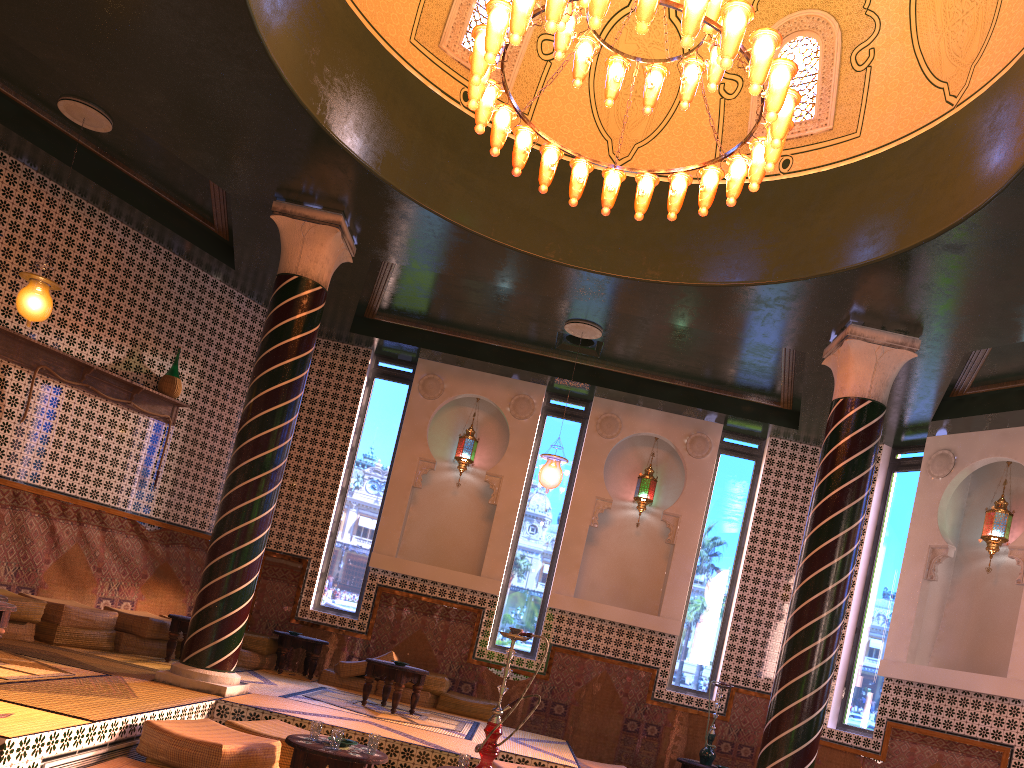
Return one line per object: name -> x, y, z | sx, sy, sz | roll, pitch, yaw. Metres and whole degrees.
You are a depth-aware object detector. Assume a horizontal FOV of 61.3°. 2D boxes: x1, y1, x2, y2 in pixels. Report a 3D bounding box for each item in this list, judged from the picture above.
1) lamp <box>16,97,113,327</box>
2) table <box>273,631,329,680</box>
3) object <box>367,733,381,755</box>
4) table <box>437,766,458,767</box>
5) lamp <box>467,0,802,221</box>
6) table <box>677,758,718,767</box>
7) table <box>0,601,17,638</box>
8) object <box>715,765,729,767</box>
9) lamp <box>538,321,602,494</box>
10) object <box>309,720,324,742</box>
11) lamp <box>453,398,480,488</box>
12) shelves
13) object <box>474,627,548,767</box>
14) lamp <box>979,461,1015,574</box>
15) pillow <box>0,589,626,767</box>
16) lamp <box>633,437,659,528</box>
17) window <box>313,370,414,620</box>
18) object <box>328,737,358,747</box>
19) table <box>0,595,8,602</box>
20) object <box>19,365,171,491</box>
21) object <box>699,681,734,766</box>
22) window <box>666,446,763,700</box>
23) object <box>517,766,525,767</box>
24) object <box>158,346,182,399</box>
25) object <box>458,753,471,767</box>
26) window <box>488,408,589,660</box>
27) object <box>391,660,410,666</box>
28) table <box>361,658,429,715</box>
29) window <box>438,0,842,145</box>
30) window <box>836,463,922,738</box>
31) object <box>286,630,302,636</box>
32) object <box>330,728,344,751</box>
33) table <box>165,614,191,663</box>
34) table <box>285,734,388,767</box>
lamp -> -4.643, -1.682, 8.824 | 0.524, 2.281, 0.524 | 14, -4, -8
table -> -3.234, 4.086, 12.983 | 0.828, 0.577, 0.879 | 8, -13, 20
object -> -1.127, 2.921, 7.001 | 0.094, 0.160, 0.092 | 15, -7, -19
table -> -0.281, 3.498, 7.003 | 0.867, 0.577, 0.840 | 21, -14, -32
lamp -> 1.312, -4.033, 6.604 | 2.451, 4.530, 2.552 | 12, -7, 11
table -> 2.784, 5.900, 12.714 | 0.831, 0.577, 0.876 | 10, -13, 12
table -> -4.501, 1.982, 6.908 | 0.830, 0.577, 0.877 | 2, -16, 41
object -> 3.073, 5.594, 12.567 | 0.248, 0.044, 0.263 | 8, -17, 17
lamp -> 0.716, 0.358, 11.602 | 0.524, 2.281, 0.524 | 14, -4, -8
object -> -1.596, 2.819, 7.012 | 0.095, 0.160, 0.091 | 19, -9, -39
lamp -> -0.708, 0.933, 13.984 | 0.318, 1.539, 0.374 | 10, -5, 36
shelves -> -5.662, -0.395, 10.024 | 0.251, 0.335, 4.708 | 8, -16, 32
object -> -0.026, 2.623, 7.050 | 0.457, 1.233, 0.310 | 11, -5, 19
lamp -> 6.365, 1.726, 11.286 | 0.369, 1.539, 0.323 | 15, -5, -24
pillow -> -3.106, 3.071, 8.647 | 10.011, 1.241, 10.327 | 12, -16, 3
lamp -> 2.183, 1.571, 13.935 | 0.354, 1.539, 0.336 | 10, -5, 36
window -> -2.360, 1.776, 13.907 | 0.773, 3.935, 0.092 | 13, -4, 1
object -> -1.391, 2.945, 7.081 | 0.249, 0.044, 0.261 | -4, -23, 45
table -> -4.983, 2.084, 7.613 | 0.830, 0.577, 0.877 | 2, -16, 41
object -> -5.267, 0.603, 11.031 | 0.059, 1.024, 2.080 | 11, -13, 33
object -> 2.951, 4.999, 12.743 | 0.295, 1.234, 0.480 | 9, -6, 39
window -> 3.216, 2.996, 13.772 | 0.773, 3.935, 0.092 | 13, -4, 1
object -> 0.073, 3.193, 7.002 | 0.094, 0.160, 0.092 | 15, -7, -19
object -> -4.582, -0.161, 11.698 | 0.297, 0.710, 0.311 | 7, -8, 44
object -> -0.395, 3.090, 7.013 | 0.091, 0.160, 0.095 | 12, -7, 5
window -> 0.428, 2.386, 13.840 | 0.773, 3.935, 0.092 | 13, -4, 1
object -> -1.445, 3.614, 11.149 | 0.248, 0.044, 0.263 | 8, -17, 17
table -> -1.539, 3.915, 11.134 | 0.830, 0.577, 0.877 | 10, -13, 14
window -> 1.418, -4.029, 6.735 | 5.685, 1.139, 5.768 | 0, -20, 37
window -> 5.384, 3.086, 12.432 | 0.093, 3.935, 0.768 | 15, -4, -26
object -> -3.245, 3.719, 12.866 | 0.248, 0.044, 0.263 | 8, -17, 17
object -> -1.387, 2.805, 6.809 | 0.094, 0.160, 0.092 | 15, -7, -19
table -> -4.070, 3.349, 11.143 | 0.833, 0.577, 0.874 | 11, -12, 8
table -> -1.476, 3.221, 6.977 | 0.844, 0.577, 0.863 | 14, -12, -6
